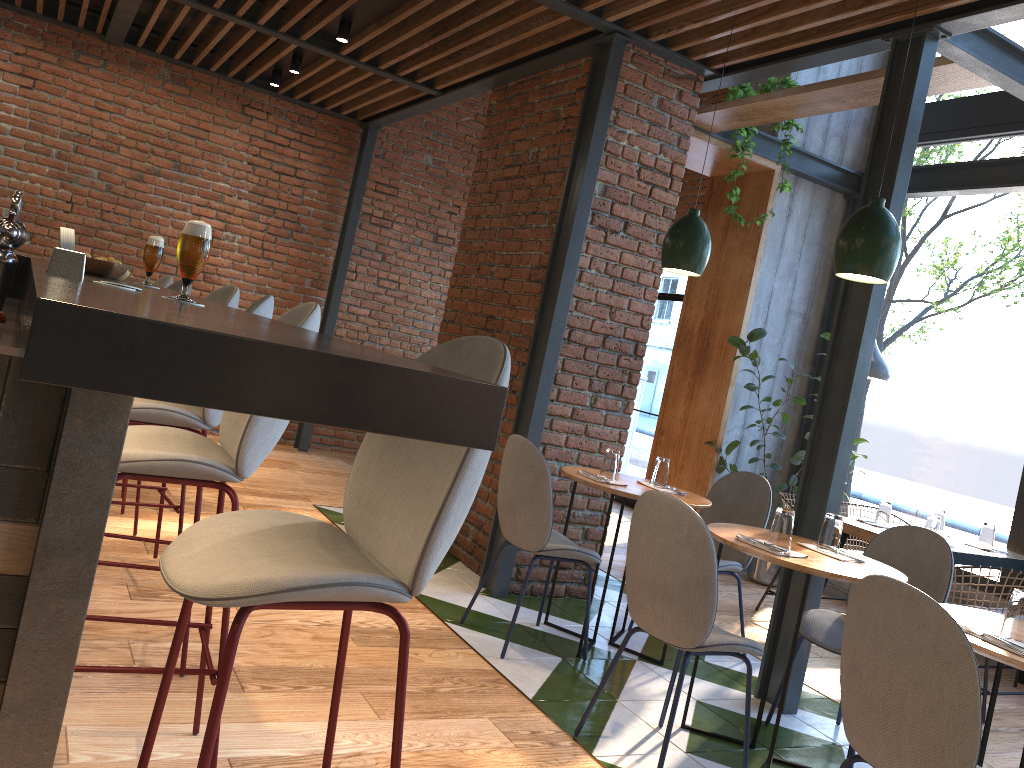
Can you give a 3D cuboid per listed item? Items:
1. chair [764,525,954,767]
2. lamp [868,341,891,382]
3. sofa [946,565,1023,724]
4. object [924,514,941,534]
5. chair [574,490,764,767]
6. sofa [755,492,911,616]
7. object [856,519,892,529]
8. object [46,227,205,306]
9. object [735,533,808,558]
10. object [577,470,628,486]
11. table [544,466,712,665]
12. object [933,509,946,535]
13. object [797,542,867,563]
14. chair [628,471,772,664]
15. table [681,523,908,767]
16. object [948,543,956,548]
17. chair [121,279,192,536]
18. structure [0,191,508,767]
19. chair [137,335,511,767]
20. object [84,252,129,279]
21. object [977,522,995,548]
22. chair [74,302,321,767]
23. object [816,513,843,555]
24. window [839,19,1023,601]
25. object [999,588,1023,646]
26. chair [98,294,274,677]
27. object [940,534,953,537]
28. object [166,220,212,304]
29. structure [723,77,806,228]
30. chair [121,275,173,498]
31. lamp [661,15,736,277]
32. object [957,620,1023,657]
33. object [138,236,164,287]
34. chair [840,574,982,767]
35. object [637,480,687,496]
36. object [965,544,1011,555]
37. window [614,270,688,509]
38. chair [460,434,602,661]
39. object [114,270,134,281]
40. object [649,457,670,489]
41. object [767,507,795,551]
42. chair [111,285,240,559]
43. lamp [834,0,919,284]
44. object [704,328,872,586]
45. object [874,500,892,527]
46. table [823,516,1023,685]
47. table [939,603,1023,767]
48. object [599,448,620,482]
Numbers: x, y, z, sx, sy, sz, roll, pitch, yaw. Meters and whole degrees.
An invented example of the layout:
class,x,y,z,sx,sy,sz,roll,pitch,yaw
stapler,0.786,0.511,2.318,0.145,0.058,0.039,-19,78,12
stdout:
class,x,y,z,sx,sy,sz,roll,pitch,yaw
chair,1.356,0.969,3.400,0.505,0.888,0.420,12,0,-28
lamp,2.539,-2.243,5.316,0.351,4.493,0.354,12,-1,-24
sofa,2.575,1.273,4.481,1.087,0.733,0.472,12,0,-29
object,2.235,0.766,4.712,0.080,0.138,0.080,12,0,21
chair,0.585,0.818,2.968,0.505,0.888,0.420,12,0,-33
sofa,2.037,1.122,5.468,1.087,0.733,0.472,12,0,-29
object,2.076,0.790,5.000,0.242,0.019,0.158,11,2,-26
object,-1.107,-0.337,2.510,0.321,0.106,1.516,11,2,-26
object,0.894,0.560,3.084,0.157,0.019,0.244,11,2,-33
object,0.401,0.421,4.003,0.157,0.019,0.244,11,2,-26
table,0.492,0.830,4.079,0.701,0.747,0.697,12,1,17
object,2.506,0.807,5.211,0.080,0.138,0.080,12,0,34
object,1.180,0.616,3.246,0.157,0.019,0.244,11,2,-33
chair,0.942,0.847,4.325,0.505,0.888,0.420,12,0,-33
table,0.975,0.966,3.192,0.701,0.747,0.698,12,1,13
object,2.216,0.831,4.681,0.241,0.019,0.158,11,2,-32
chair,-1.921,0.050,4.242,0.505,1.244,0.420,12,0,-31
structure,-2.520,-0.097,2.526,2.904,1.397,4.942,11,2,-29
chair,-0.369,0.481,1.530,0.505,1.244,0.420,12,0,-29
object,-1.360,-0.389,2.894,0.168,0.073,0.168,12,2,-9
object,2.668,0.851,4.973,0.080,0.138,0.080,12,0,44
chair,-0.852,0.353,2.203,0.506,1.244,0.419,12,0,-24
object,1.169,0.546,3.245,0.080,0.138,0.080,12,0,-20
window,4.852,-1.084,3.029,0.127,5.601,8.759,13,1,-29
object,1.343,0.616,2.336,0.080,0.138,0.080,12,0,29
chair,-1.165,0.260,2.921,0.506,1.244,0.419,12,0,-18
object,2.488,0.870,5.234,0.241,0.019,0.158,11,2,-29
object,-0.695,-0.268,1.921,0.070,0.178,0.070,12,0,-26
structure,1.573,-1.516,5.733,0.510,0.969,0.667,12,0,-37
chair,-2.259,-0.046,4.889,0.505,1.244,0.420,12,0,-30
lamp,0.996,-1.505,4.109,0.223,2.023,0.224,13,-1,-26
object,1.300,0.674,2.345,0.157,0.019,0.243,11,2,-24
object,-1.300,-0.446,3.199,0.070,0.183,0.070,12,0,-9
chair,1.035,0.942,2.203,0.506,0.888,0.420,12,0,-23
object,0.704,0.482,4.129,0.157,0.019,0.244,11,2,-26
object,2.647,0.915,4.942,0.241,0.019,0.158,11,2,-29
window,1.612,-0.075,8.269,0.096,2.701,2.145,13,0,-29
chair,0.141,0.690,3.876,0.505,0.888,0.420,12,0,-28
object,-1.439,-0.404,3.147,0.163,0.052,0.293,12,2,-21
object,0.692,0.412,4.131,0.080,0.138,0.080,12,0,-43
object,0.939,0.502,3.079,0.080,0.138,0.080,12,0,10
chair,-1.492,0.154,3.609,0.505,1.244,0.420,12,0,-33
lamp,1.478,-1.369,3.223,0.223,2.023,0.224,13,-1,-26
object,1.880,0.526,6.177,1.022,1.774,1.058,12,0,30
object,2.089,0.726,4.974,0.080,0.138,0.080,12,0,-13
table,2.307,1.211,4.969,1.266,0.706,0.661,11,1,-29
table,1.400,1.085,2.413,0.697,0.747,0.701,12,1,-19
object,0.445,0.363,3.995,0.080,0.138,0.080,12,0,7
